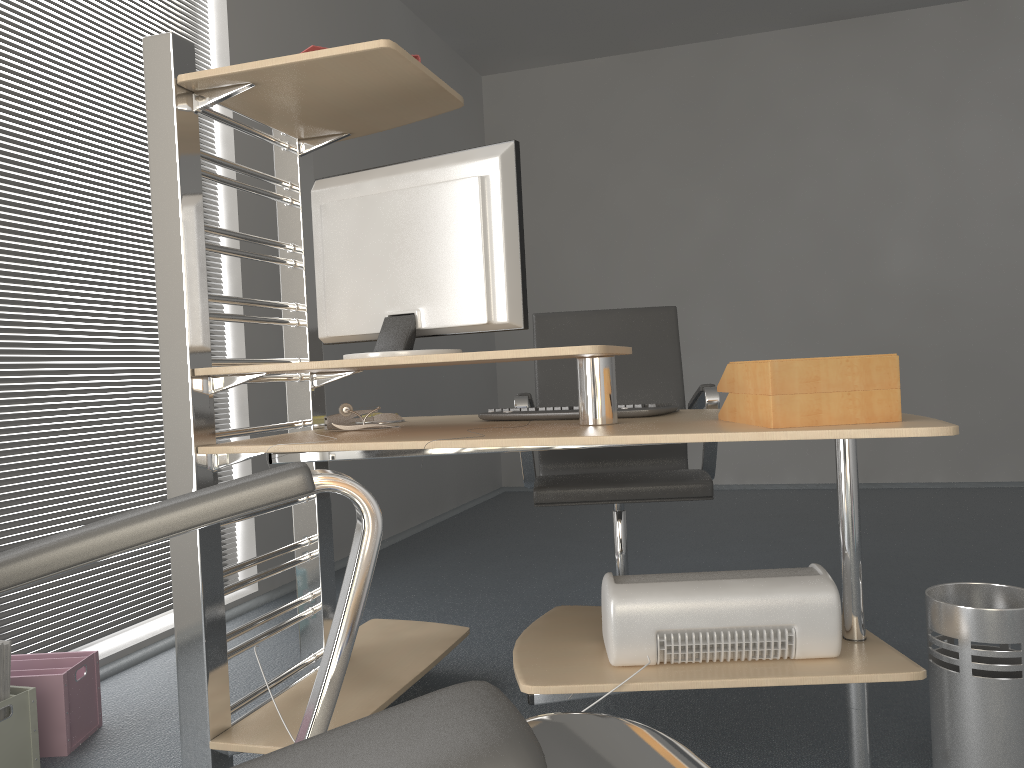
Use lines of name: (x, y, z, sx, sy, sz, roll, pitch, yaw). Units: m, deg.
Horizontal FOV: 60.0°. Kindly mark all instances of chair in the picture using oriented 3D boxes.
chair: (0.320, 0.276, 2.710, 0.584, 1.048, 0.652, -3, 1, 4)
chair: (-0.190, 0.330, 0.380, 0.652, 1.048, 0.584, -3, 1, -17)

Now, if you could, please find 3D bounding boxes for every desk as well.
desk: (0.131, 0.035, 2.042, 1.469, 1.566, 0.967, -3, 1, 17)

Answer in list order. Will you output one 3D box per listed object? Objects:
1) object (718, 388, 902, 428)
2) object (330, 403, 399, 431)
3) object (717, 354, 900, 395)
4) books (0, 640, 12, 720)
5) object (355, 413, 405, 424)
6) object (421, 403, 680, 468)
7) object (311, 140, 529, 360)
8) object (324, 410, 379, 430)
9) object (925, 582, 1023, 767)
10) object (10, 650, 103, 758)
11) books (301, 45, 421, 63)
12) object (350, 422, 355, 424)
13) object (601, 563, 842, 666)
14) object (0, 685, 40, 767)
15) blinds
object: (0.541, 0.038, 1.658, 0.225, 0.060, 0.309, -3, 1, -4)
object: (-0.349, 0.075, 2.096, 0.159, 0.064, 0.054, -3, 1, -16)
object: (0.538, -0.018, 1.657, 0.225, 0.060, 0.309, -3, 1, -4)
books: (-1.212, 0.723, 1.966, 0.220, 0.306, 0.068, -3, 1, 18)
object: (-0.355, 0.090, 2.383, 0.132, 0.026, 0.132, -3, 1, 17)
object: (0.050, 0.101, 1.946, 0.478, 0.082, 0.814, -3, 1, 25)
object: (-0.244, -0.262, 1.844, 0.516, 0.418, 0.245, -2, 1, 39)
object: (-0.396, 0.087, 2.190, 0.134, 0.042, 0.022, -3, 1, -31)
object: (0.933, 0.601, 1.738, 0.208, 0.377, 0.208, -3, 1, -29)
object: (-1.173, 0.789, 2.176, 0.245, 0.202, 0.185, -3, 1, -1)
books: (-0.399, -0.668, 1.962, 0.262, 0.072, 0.320, -3, 1, -41)
object: (-0.435, 0.102, 2.405, 0.011, 0.011, 0.158, -3, 1, 14)
object: (0.401, 0.443, 1.819, 0.438, 0.162, 0.351, -3, 1, 2)
object: (-1.213, 0.794, 1.952, 0.245, 0.202, 0.185, -3, 1, 17)
blinds: (-1.429, -0.586, 2.505, 0.022, 2.770, 1.950, -3, 1, 17)
